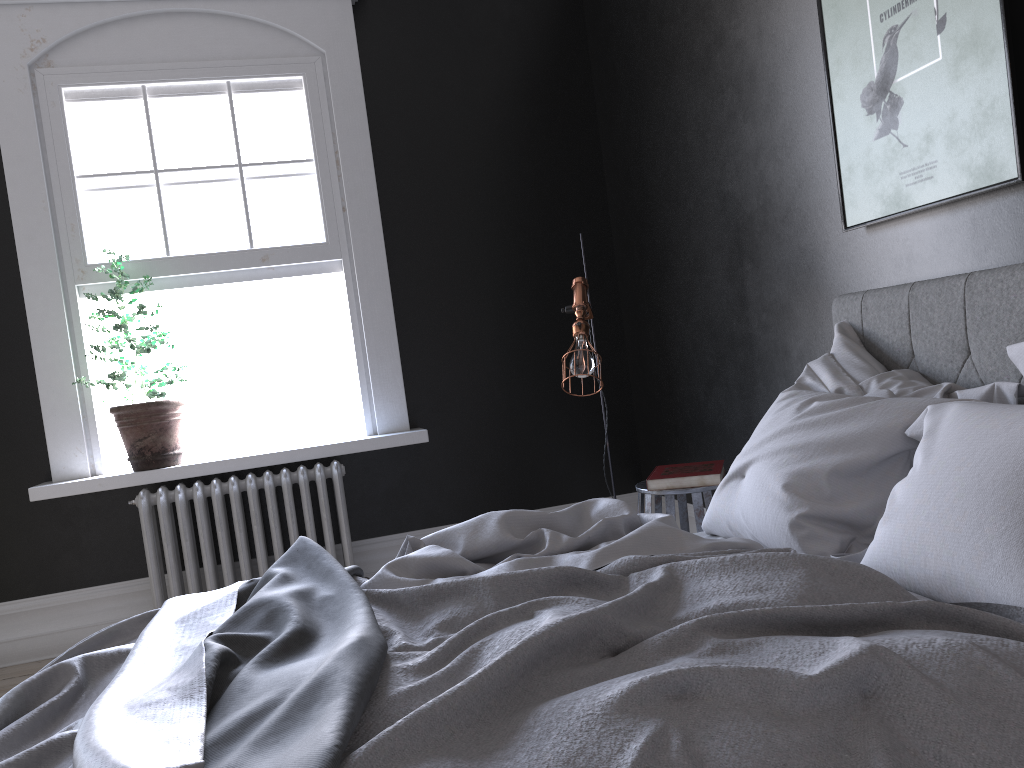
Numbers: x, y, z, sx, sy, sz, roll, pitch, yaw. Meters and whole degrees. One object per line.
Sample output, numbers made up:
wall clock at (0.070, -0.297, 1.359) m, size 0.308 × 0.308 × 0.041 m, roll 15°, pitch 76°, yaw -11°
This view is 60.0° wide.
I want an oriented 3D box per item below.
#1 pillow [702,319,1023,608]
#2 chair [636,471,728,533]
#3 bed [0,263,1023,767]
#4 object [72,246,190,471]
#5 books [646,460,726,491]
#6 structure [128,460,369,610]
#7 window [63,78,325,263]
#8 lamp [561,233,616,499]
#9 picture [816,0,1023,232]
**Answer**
pillow at (1.044, 0.191, 2.224) m, size 0.679 × 0.760 × 1.830 m, roll -8°, pitch 2°, yaw -14°
chair at (0.725, 0.709, 3.469) m, size 0.614 × 0.673 × 0.612 m, roll -6°, pitch 2°, yaw 30°
bed at (-0.015, 0.523, 2.024) m, size 3.279 × 1.299 × 2.766 m, roll -8°, pitch 2°, yaw -25°
object at (-1.925, -0.125, 4.543) m, size 0.474 × 1.135 × 0.504 m, roll -6°, pitch 3°, yaw 26°
books at (0.681, 0.353, 3.442) m, size 0.275 × 0.045 × 0.345 m, roll -7°, pitch 2°, yaw 16°
structure at (-1.349, 0.886, 4.633) m, size 1.140 × 0.849 × 0.276 m, roll -8°, pitch 2°, yaw -14°
window at (-1.671, -1.114, 4.748) m, size 1.262 × 1.018 × 0.056 m, roll -8°, pitch 3°, yaw -14°
lamp at (0.544, 0.142, 4.509) m, size 0.437 × 1.780 × 1.715 m, roll -6°, pitch 2°, yaw 24°
picture at (1.199, -1.073, 2.722) m, size 0.014 × 1.079 × 0.791 m, roll -8°, pitch 2°, yaw -14°
